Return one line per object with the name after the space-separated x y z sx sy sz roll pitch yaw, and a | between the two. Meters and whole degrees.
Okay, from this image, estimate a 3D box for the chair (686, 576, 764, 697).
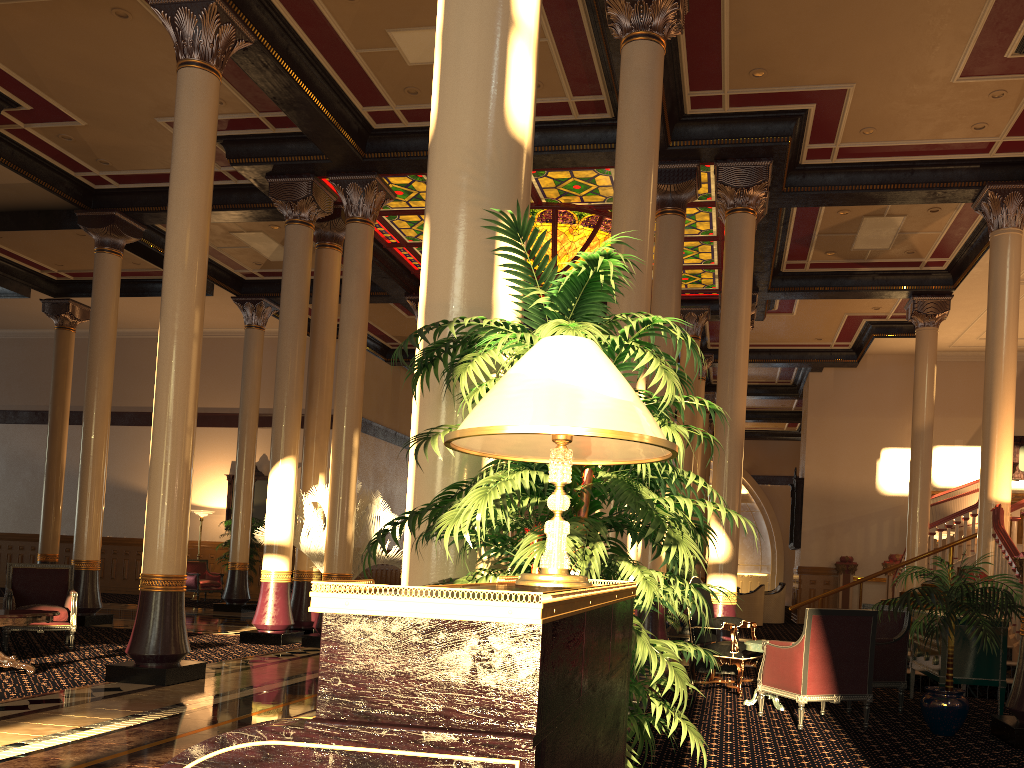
2.082 2.452 8.529 0.720 1.093 0.771 0 -5 27 | chair

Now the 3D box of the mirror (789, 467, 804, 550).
6.899 3.028 21.199 0.251 1.975 1.829 2 -6 14 | mirror

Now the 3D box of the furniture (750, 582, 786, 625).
6.007 5.145 20.530 0.793 0.936 2.236 1 -10 14 | furniture

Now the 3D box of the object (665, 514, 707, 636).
2.863 3.292 15.066 1.035 2.140 1.088 3 -4 1 | object

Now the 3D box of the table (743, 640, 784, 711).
2.257 2.541 7.595 0.503 0.553 0.464 7 -7 -37 | table

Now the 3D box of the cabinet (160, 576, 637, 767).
-0.151 0.858 1.332 0.525 1.116 0.959 2 -6 13 | cabinet

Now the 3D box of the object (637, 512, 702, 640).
1.879 2.416 10.997 1.121 2.140 1.004 5 -4 -29 | object

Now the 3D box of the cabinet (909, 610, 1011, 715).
4.007 2.517 7.872 0.540 0.858 1.296 2 -8 14 | cabinet

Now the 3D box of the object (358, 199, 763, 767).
0.144 0.595 2.438 1.121 2.140 1.004 5 -4 -29 | object

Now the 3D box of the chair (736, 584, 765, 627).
5.003 4.729 18.624 0.744 0.908 1.000 -1 -8 32 | chair

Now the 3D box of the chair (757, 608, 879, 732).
2.373 2.201 6.800 0.702 0.915 0.633 4 -5 -18 | chair

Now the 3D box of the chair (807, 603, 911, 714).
3.060 2.421 7.733 0.661 0.915 0.673 4 -5 -18 | chair

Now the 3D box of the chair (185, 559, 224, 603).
-6.686 4.260 18.797 0.621 0.915 0.716 0 -6 32 | chair

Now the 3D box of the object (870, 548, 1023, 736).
3.335 1.943 6.602 1.090 1.429 1.038 -2 -7 41 | object

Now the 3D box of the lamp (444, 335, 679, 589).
0.088 0.146 1.573 0.441 0.441 0.410 7 -8 -33 | lamp

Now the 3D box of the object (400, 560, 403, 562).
-0.883 3.264 16.030 1.786 2.260 2.139 1 -6 16 | object

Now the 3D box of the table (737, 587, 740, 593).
4.719 5.083 20.178 1.087 0.767 1.686 1 -10 13 | table

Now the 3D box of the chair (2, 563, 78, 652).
-5.114 2.417 9.429 0.713 0.915 0.623 6 -6 -33 | chair

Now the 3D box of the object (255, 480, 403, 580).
-2.259 2.382 11.956 2.053 2.246 1.833 3 -6 0 | object

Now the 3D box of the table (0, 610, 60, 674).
-4.575 2.238 7.496 0.673 0.531 1.284 -4 -12 38 | table

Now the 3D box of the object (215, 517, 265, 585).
-6.011 3.780 19.327 1.121 2.140 1.004 5 -4 -29 | object

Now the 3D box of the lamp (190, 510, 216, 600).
-7.025 3.844 19.510 0.602 2.002 0.561 4 -3 -27 | lamp

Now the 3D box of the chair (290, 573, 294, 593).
-4.690 4.308 19.054 0.711 1.093 0.780 -1 -6 37 | chair

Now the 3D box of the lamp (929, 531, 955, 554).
7.463 3.600 15.265 0.586 2.002 0.577 3 -2 -6 | lamp

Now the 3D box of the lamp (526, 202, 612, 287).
0.680 -1.919 13.531 2.952 0.598 3.088 1 -11 10 | lamp

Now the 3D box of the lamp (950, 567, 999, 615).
4.000 1.805 7.554 0.315 0.417 0.326 2 -5 9 | lamp

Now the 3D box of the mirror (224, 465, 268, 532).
-5.985 2.619 20.045 1.363 1.546 0.204 1 -2 10 | mirror
